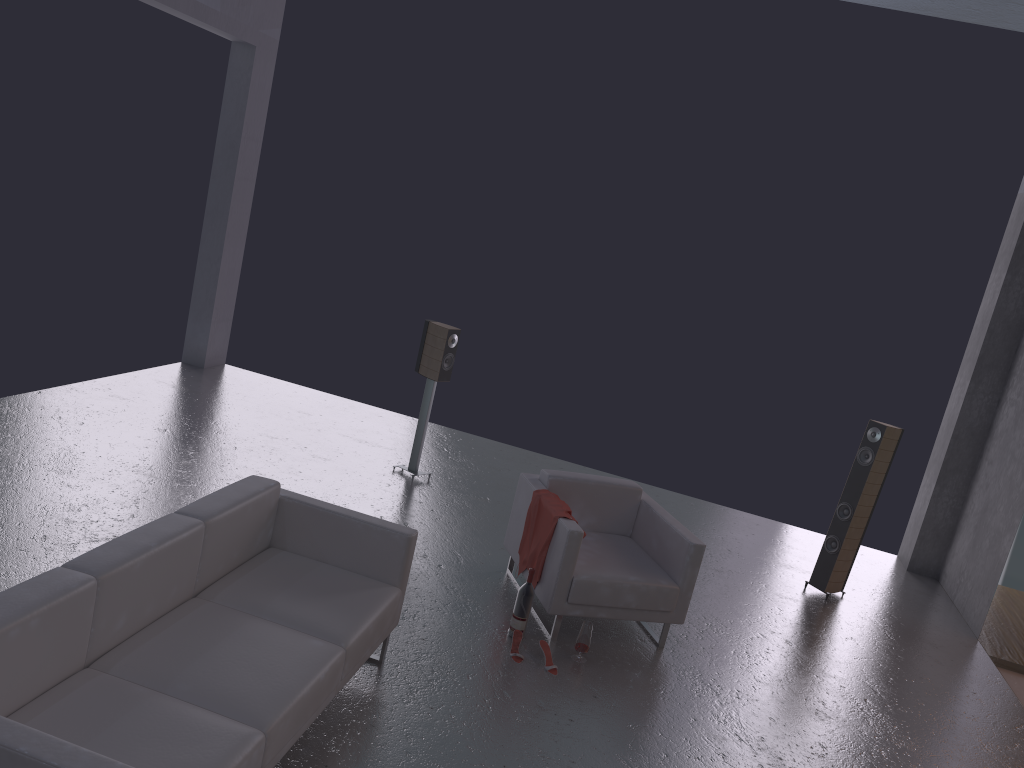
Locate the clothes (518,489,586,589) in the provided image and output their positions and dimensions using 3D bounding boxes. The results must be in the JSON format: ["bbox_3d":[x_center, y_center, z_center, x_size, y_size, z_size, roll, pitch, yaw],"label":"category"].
[{"bbox_3d":[0.239,1.035,5.661,0.254,0.604,0.574,9,12,-19],"label":"clothes"}]

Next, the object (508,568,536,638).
[{"bbox_3d":[0.073,1.300,5.285,0.109,0.435,0.109,21,14,37],"label":"object"}]

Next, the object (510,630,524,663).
[{"bbox_3d":[0.029,1.509,5.105,0.079,0.087,0.235,11,11,-11],"label":"object"}]

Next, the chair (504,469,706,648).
[{"bbox_3d":[0.565,1.110,5.853,0.936,0.808,1.026,9,12,-19],"label":"chair"}]

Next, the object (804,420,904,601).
[{"bbox_3d":[2.792,1.015,7.156,0.444,1.473,0.244,6,13,-33],"label":"object"}]

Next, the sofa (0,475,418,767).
[{"bbox_3d":[-1.283,1.112,3.637,1.026,0.824,2.353,15,11,11],"label":"sofa"}]

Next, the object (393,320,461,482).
[{"bbox_3d":[-0.741,0.144,7.682,0.333,1.363,0.243,23,15,41],"label":"object"}]

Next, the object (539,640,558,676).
[{"bbox_3d":[0.213,1.560,5.061,0.079,0.087,0.235,9,12,-22],"label":"object"}]

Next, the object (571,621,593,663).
[{"bbox_3d":[0.419,1.506,5.196,0.091,0.233,0.091,22,14,38],"label":"object"}]
